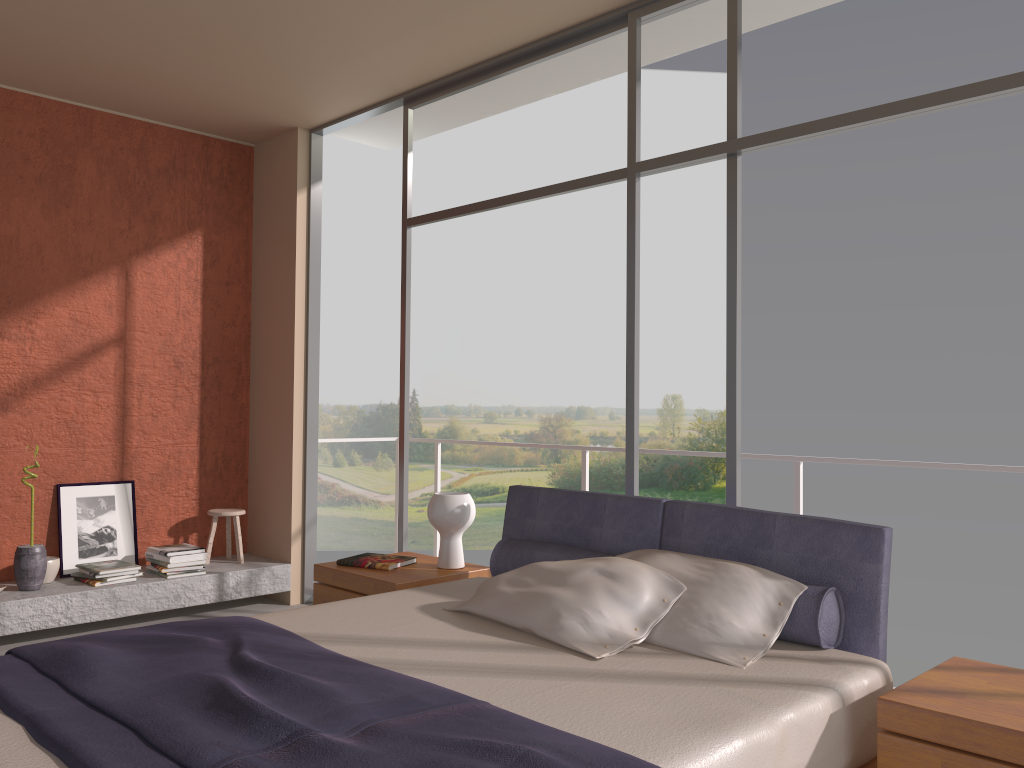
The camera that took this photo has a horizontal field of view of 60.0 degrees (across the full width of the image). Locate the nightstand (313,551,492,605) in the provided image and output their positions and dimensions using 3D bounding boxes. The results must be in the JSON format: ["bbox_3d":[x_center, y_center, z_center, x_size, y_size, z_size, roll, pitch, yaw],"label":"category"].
[{"bbox_3d":[-0.511,1.124,4.119,0.628,0.556,0.562,-1,-2,45],"label":"nightstand"}]

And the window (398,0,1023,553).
[{"bbox_3d":[1.493,-0.165,3.116,6.106,3.133,0.075,-1,-2,45],"label":"window"}]

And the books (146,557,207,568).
[{"bbox_3d":[-2.071,1.089,5.474,0.247,0.027,0.328,2,-2,-43],"label":"books"}]

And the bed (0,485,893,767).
[{"bbox_3d":[-0.254,0.889,2.538,2.017,0.959,2.462,-1,-2,45],"label":"bed"}]

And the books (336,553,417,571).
[{"bbox_3d":[-0.632,0.833,4.162,0.287,0.025,0.247,0,-2,26],"label":"books"}]

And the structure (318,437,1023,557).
[{"bbox_3d":[1.630,0.831,3.509,7.689,1.005,0.728,-1,-2,45],"label":"structure"}]

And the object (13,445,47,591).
[{"bbox_3d":[-2.674,0.739,4.936,0.165,0.810,0.165,1,-2,-22],"label":"object"}]

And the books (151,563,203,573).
[{"bbox_3d":[-2.061,1.117,5.457,0.247,0.025,0.287,2,-2,-34],"label":"books"}]

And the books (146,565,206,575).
[{"bbox_3d":[-2.076,1.138,5.477,0.287,0.018,0.247,-1,-2,45],"label":"books"}]

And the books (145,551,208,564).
[{"bbox_3d":[-2.071,1.057,5.475,0.319,0.038,0.247,-1,-2,42],"label":"books"}]

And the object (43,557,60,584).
[{"bbox_3d":[-2.716,1.081,5.128,0.179,0.137,0.180,2,-2,-32],"label":"object"}]

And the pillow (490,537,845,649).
[{"bbox_3d":[0.487,0.738,3.264,1.470,0.201,0.205,-1,-2,45],"label":"pillow"}]

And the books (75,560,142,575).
[{"bbox_3d":[-2.371,1.075,5.211,0.328,0.018,0.247,-1,-2,42],"label":"books"}]

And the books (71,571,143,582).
[{"bbox_3d":[-2.380,1.119,5.216,0.328,0.018,0.247,0,-2,30],"label":"books"}]

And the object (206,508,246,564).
[{"bbox_3d":[-1.878,1.008,5.867,0.260,0.349,0.257,0,-2,14],"label":"object"}]

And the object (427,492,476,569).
[{"bbox_3d":[-0.281,0.675,4.101,0.224,0.338,0.224,2,-2,-33],"label":"object"}]

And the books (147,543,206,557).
[{"bbox_3d":[-2.075,1.025,5.480,0.287,0.025,0.247,-1,-2,45],"label":"books"}]

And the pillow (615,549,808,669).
[{"bbox_3d":[0.538,0.720,2.929,0.400,0.265,0.791,2,-2,-42],"label":"pillow"}]

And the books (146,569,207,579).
[{"bbox_3d":[-2.072,1.156,5.472,0.247,0.018,0.328,2,-2,-43],"label":"books"}]

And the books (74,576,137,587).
[{"bbox_3d":[-2.383,1.141,5.200,0.287,0.025,0.247,-1,-2,42],"label":"books"}]

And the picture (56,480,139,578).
[{"bbox_3d":[-2.541,0.882,5.451,0.117,0.550,0.458,-1,-2,45],"label":"picture"}]

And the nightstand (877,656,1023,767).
[{"bbox_3d":[1.357,1.088,2.254,0.628,0.556,0.562,-1,-2,45],"label":"nightstand"}]

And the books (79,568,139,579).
[{"bbox_3d":[-2.367,1.096,5.208,0.247,0.025,0.287,2,-2,-43],"label":"books"}]

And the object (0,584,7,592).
[{"bbox_3d":[-2.844,1.128,4.837,0.152,0.040,0.152,1,-2,-10],"label":"object"}]

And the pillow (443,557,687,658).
[{"bbox_3d":[0.154,0.729,3.051,0.431,0.264,0.869,2,-2,-37],"label":"pillow"}]
